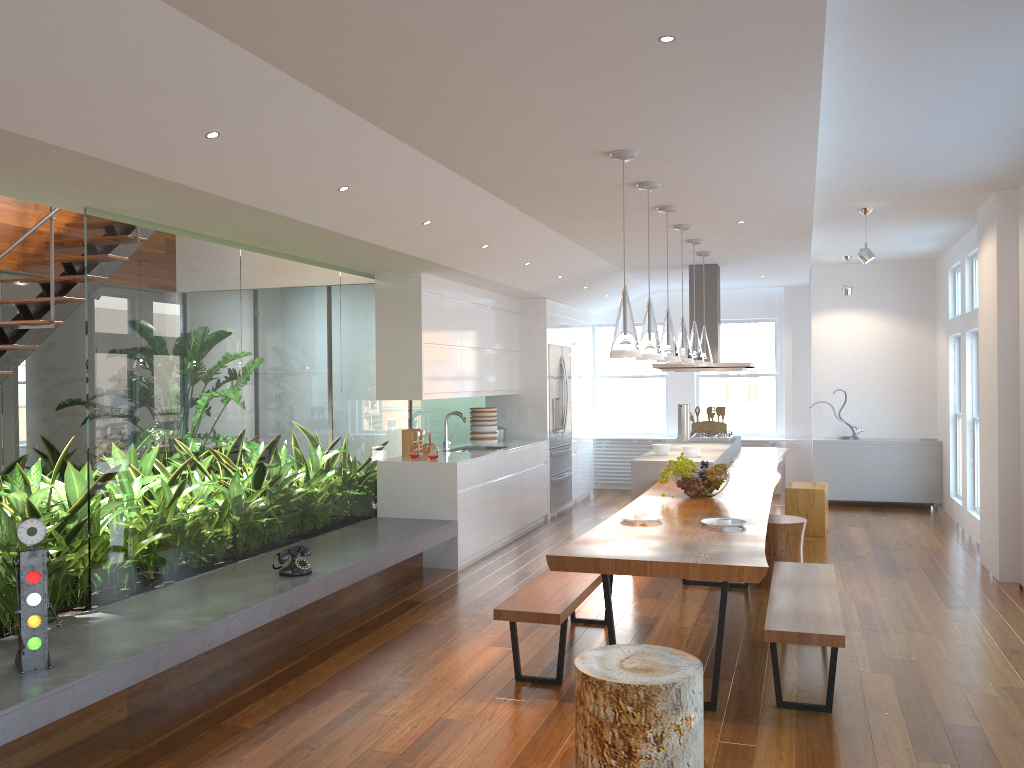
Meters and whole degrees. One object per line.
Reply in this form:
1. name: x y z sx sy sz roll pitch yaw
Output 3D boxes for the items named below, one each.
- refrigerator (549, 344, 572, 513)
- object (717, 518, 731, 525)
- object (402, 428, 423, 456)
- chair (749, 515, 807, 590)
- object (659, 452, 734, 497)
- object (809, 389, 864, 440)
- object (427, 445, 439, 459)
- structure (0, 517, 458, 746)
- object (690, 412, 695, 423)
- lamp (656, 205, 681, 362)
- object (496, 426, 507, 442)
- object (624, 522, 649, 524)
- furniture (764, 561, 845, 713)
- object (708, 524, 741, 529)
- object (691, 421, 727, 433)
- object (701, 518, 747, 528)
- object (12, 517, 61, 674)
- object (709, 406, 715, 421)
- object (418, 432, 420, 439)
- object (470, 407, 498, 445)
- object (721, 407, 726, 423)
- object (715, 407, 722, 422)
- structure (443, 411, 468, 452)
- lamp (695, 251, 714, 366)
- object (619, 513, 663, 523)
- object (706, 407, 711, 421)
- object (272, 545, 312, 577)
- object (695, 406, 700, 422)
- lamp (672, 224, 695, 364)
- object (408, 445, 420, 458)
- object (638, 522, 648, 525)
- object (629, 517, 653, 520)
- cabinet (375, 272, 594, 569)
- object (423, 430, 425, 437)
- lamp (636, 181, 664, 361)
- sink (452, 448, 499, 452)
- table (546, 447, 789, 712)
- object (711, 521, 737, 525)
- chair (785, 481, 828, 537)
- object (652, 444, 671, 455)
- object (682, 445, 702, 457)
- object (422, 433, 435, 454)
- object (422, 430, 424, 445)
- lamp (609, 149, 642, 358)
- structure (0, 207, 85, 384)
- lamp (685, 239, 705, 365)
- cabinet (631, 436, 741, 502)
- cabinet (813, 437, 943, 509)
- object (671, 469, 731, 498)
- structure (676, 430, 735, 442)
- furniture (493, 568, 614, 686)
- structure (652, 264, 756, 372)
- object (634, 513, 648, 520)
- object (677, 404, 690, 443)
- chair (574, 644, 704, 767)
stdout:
1. refrigerator: 0.259 0.474 9.679 0.725 1.772 0.908 0 0 18
2. object: 1.051 0.685 4.402 0.070 0.030 0.079 -1 0 -28
3. object: -0.833 0.487 7.415 0.104 0.222 0.200 0 0 18
4. chair: 1.841 1.164 6.157 0.396 0.455 0.402 -1 0 8
5. object: 1.137 0.559 5.464 0.394 0.284 0.292 -1 0 -18
6. object: 3.643 0.335 9.908 0.590 0.563 0.210 -1 0 -11
7. object: -0.625 0.541 7.013 0.094 0.106 0.094 0 0 24
8. structure: -2.541 1.257 5.175 3.088 0.386 5.584 0 0 18
9. object: 1.885 0.397 9.186 0.199 0.259 0.016 0 0 29
10. lamp: 0.994 -0.669 5.656 0.160 1.060 0.160 -1 0 -45
11. object: -0.186 0.490 8.976 0.284 0.196 0.265 -1 0 -30
12. object: 0.622 0.702 4.486 0.164 0.006 0.017 0 0 23
13. furniture: 1.423 1.208 4.320 0.316 0.389 1.433 0 0 18
14. object: 1.031 0.691 4.297 0.158 0.017 0.019 0 0 13
15. object: 2.031 0.458 9.131 0.353 0.157 0.084 0 0 18
16. object: 1.052 0.691 4.402 0.222 0.020 0.222 -1 0 10
17. object: -1.774 0.788 3.297 0.134 0.565 0.318 -1 0 -36
18. object: 2.060 0.379 9.110 0.057 0.299 0.019 0 0 18
19. object: -0.786 0.494 7.436 0.040 0.192 0.042 -1 0 -22
20. object: -0.275 0.410 8.599 0.267 0.356 0.266 0 0 44
21. object: 2.162 0.379 9.098 0.057 0.294 0.030 0 0 18
22. object: 2.121 0.379 9.093 0.068 0.298 0.039 0 0 18
23. structure: -0.502 0.510 8.090 0.248 0.536 0.115 0 0 18
24. lamp: 1.671 -0.687 7.717 0.160 1.060 0.160 -1 0 -45
25. object: 0.666 0.694 4.579 0.222 0.020 0.222 -1 0 -31
26. object: 2.033 0.379 9.139 0.061 0.299 0.040 0 0 16
27. object: -1.221 0.976 4.924 0.216 0.155 0.181 -1 0 -17
28. object: 1.920 0.379 9.177 0.055 0.299 0.027 0 0 18
29. lamp: 1.220 -0.675 6.343 0.160 1.060 0.160 -1 0 -45
30. object: -0.783 0.542 7.114 0.094 0.106 0.094 0 0 24
31. object: 0.611 0.699 4.455 0.149 0.014 0.044 0 0 17
32. object: 0.666 0.699 4.579 0.124 0.011 0.124 0 0 39
33. cabinet: -0.027 0.265 8.990 0.676 2.280 4.565 0 0 18
34. object: -0.759 0.494 7.601 0.040 0.192 0.042 -1 0 -34
35. lamp: 0.769 -0.663 4.969 0.160 1.060 0.160 -1 0 -45
36. sink: -0.323 0.706 8.004 0.449 0.192 0.666 0 0 18
37. table: 1.503 1.036 6.402 0.893 0.704 5.996 0 0 18
38. object: 1.052 0.696 4.402 0.124 0.011 0.124 -1 0 1
39. chair: 2.728 1.151 8.197 0.344 0.430 0.549 0 0 22
40. object: 1.175 0.517 6.969 0.152 0.082 0.152 -1 0 -32
41. object: 1.374 0.516 6.774 0.152 0.082 0.152 -1 0 -21
42. object: -0.742 0.511 7.647 0.100 0.170 0.173 0 0 20
43. object: -0.770 0.497 7.626 0.019 0.196 0.022 -1 0 6
44. lamp: 0.543 -0.657 4.282 0.160 1.060 0.160 -1 0 -45
45. structure: -2.556 -0.832 5.859 2.552 4.265 4.591 0 0 18
46. lamp: 1.445 -0.681 7.030 0.160 1.060 0.160 -1 0 -45
47. cabinet: 1.621 0.964 7.832 0.597 0.832 2.936 0 0 18
48. cabinet: 4.028 0.976 9.833 1.309 0.725 0.420 0 0 18
49. object: 1.157 0.622 5.443 0.360 0.159 0.360 -1 0 -18
50. structure: 1.905 0.505 8.703 0.520 0.073 0.650 0 0 18
51. furniture: 0.290 1.218 4.692 0.316 0.389 1.433 0 0 18
52. structure: 1.886 -0.825 8.669 0.909 1.405 0.900 0 0 18
53. object: 0.666 0.688 4.579 0.070 0.030 0.079 -1 0 -18
54. object: 1.625 0.368 8.312 0.172 0.356 0.120 -1 0 -24
55. chair: 0.461 1.214 3.227 0.460 0.400 0.460 0 0 28
